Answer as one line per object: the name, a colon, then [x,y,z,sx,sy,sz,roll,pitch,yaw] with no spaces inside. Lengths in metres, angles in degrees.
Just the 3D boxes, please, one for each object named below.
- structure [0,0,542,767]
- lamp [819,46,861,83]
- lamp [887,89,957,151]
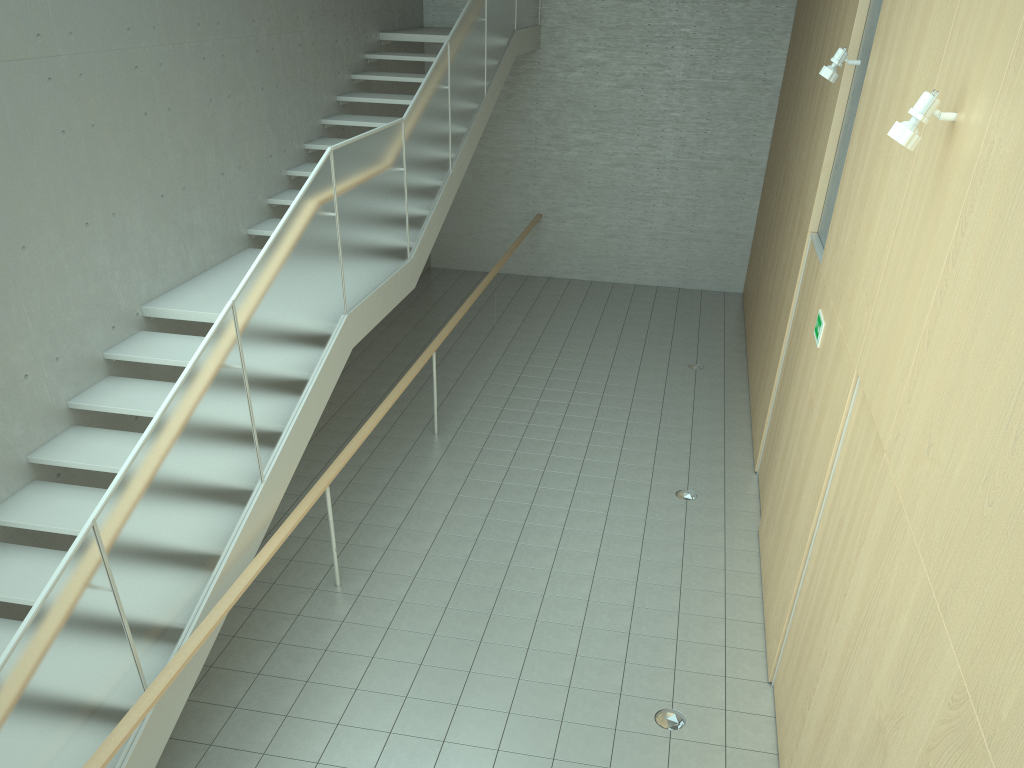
structure: [-1.660,-1.257,6.950,1.874,4.890,11.018,8,27,10]
lamp: [2.092,-2.041,5.437,0.231,0.225,0.122,-2,31,-7]
lamp: [1.526,-0.980,3.160,0.231,0.225,0.122,-2,31,-7]
